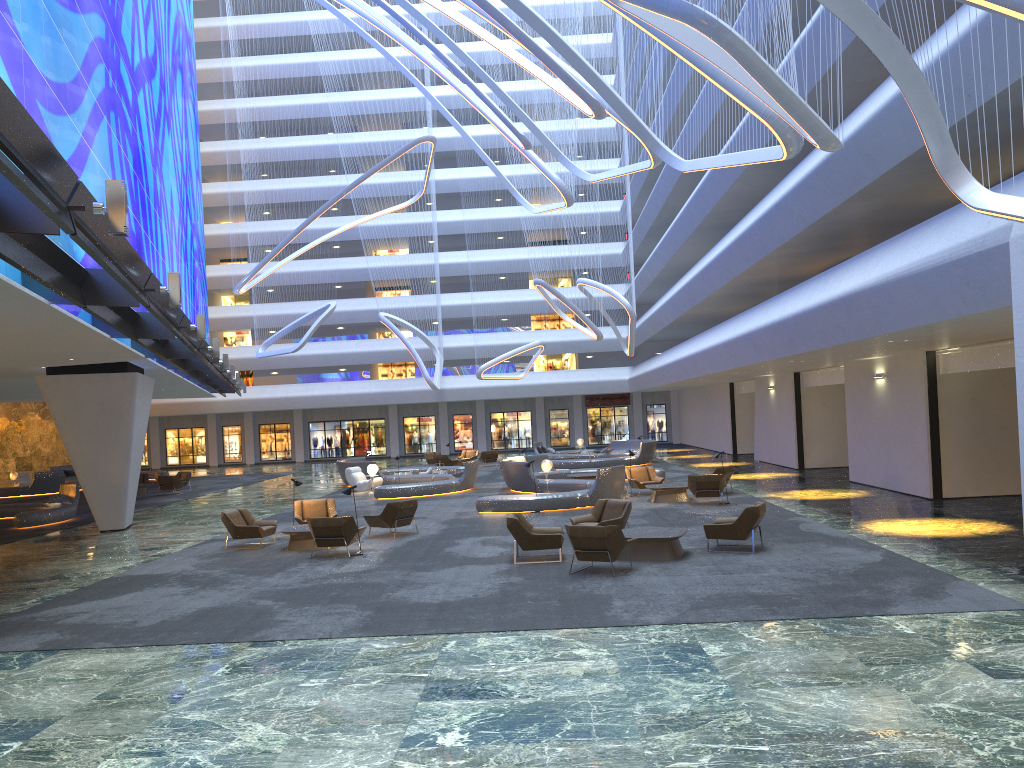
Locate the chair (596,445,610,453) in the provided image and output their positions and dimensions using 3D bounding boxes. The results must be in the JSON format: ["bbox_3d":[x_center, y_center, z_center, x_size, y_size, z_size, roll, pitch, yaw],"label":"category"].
[{"bbox_3d":[4.637,3.295,42.584,0.939,0.766,0.929,-4,-1,35],"label":"chair"}]

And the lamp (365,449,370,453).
[{"bbox_3d":[-6.053,3.379,37.225,0.201,1.300,0.384,-3,0,-44],"label":"lamp"}]

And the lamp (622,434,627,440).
[{"bbox_3d":[5.287,2.949,41.308,0.384,1.300,0.202,-3,0,2],"label":"lamp"}]

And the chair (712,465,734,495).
[{"bbox_3d":[5.522,2.626,24.200,0.939,0.766,0.929,-4,-1,35],"label":"chair"}]

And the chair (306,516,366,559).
[{"bbox_3d":[-3.267,2.803,16.433,0.929,0.766,0.939,-3,-1,8],"label":"chair"}]

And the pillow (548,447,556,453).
[{"bbox_3d":[1.890,3.358,44.908,0.875,0.280,0.684,-4,-2,39],"label":"pillow"}]

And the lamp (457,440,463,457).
[{"bbox_3d":[-2.573,3.441,44.191,0.384,1.300,0.202,-3,0,-36],"label":"lamp"}]

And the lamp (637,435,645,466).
[{"bbox_3d":[5.430,2.804,37.252,0.201,1.300,0.384,-3,0,-39],"label":"lamp"}]

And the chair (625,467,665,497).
[{"bbox_3d":[3.707,2.742,24.948,0.929,0.766,0.939,-3,-1,-15],"label":"chair"}]

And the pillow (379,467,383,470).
[{"bbox_3d":[-5.602,3.482,36.316,0.443,0.207,0.445,-2,-2,-37],"label":"pillow"}]

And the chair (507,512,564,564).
[{"bbox_3d":[0.407,2.565,14.864,0.939,0.766,0.930,-3,-1,4],"label":"chair"}]

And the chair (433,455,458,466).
[{"bbox_3d":[-3.096,3.627,40.950,0.930,0.766,0.938,-4,-2,43],"label":"chair"}]

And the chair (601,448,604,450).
[{"bbox_3d":[5.139,3.347,44.884,0.938,0.766,0.930,-2,-1,-38],"label":"chair"}]

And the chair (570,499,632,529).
[{"bbox_3d":[1.690,2.551,16.351,0.938,0.766,0.930,-2,-1,-36],"label":"chair"}]

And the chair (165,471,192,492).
[{"bbox_3d":[-13.675,3.998,36.264,0.930,0.766,0.938,-4,-2,40],"label":"chair"}]

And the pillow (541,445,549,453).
[{"bbox_3d":[1.669,3.267,44.624,0.315,0.386,0.784,-3,-2,17],"label":"pillow"}]

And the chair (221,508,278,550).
[{"bbox_3d":[-5.414,2.972,18.265,0.939,0.766,0.929,-3,-1,10],"label":"chair"}]

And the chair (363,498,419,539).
[{"bbox_3d":[-2.528,2.848,18.859,0.939,0.766,0.929,-4,-1,35],"label":"chair"}]

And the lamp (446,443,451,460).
[{"bbox_3d":[-2.873,3.337,40.700,0.202,1.300,0.384,-3,0,-36],"label":"lamp"}]

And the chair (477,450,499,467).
[{"bbox_3d":[-1.097,3.579,42.507,0.929,0.766,0.939,-2,-1,-20],"label":"chair"}]

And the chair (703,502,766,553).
[{"bbox_3d":[3.754,2.398,14.880,0.939,0.766,0.929,-3,-1,26],"label":"chair"}]

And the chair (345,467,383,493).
[{"bbox_3d":[-5.162,3.334,30.986,1.158,0.882,0.729,-3,-1,21],"label":"chair"}]

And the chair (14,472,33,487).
[{"bbox_3d":[-22.638,4.554,41.112,0.728,0.882,1.158,-2,-1,-44],"label":"chair"}]

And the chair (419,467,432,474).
[{"bbox_3d":[-3.890,3.596,34.988,1.783,0.501,0.586,-2,-2,-34],"label":"chair"}]

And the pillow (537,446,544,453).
[{"bbox_3d":[1.461,3.301,44.597,0.295,0.369,0.769,-3,-2,15],"label":"pillow"}]

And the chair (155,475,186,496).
[{"bbox_3d":[-13.245,3.911,34.347,0.929,0.766,0.939,-3,-1,0],"label":"chair"}]

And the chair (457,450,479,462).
[{"bbox_3d":[-2.150,3.688,44.165,0.930,0.766,0.938,-3,-1,21],"label":"chair"}]

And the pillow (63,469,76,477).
[{"bbox_3d":[-22.301,4.496,44.765,0.315,0.386,0.784,-3,-2,18],"label":"pillow"}]

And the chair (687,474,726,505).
[{"bbox_3d":[4.783,2.580,21.774,0.929,0.766,0.939,-3,-1,8],"label":"chair"}]

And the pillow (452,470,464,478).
[{"bbox_3d":[-1.583,2.993,29.694,0.692,0.262,0.877,-3,-2,10],"label":"pillow"}]

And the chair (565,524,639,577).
[{"bbox_3d":[1.339,2.469,13.422,0.930,0.766,0.938,-4,-1,29],"label":"chair"}]

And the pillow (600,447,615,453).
[{"bbox_3d":[4.428,3.083,41.236,0.692,0.262,0.878,-2,-2,-36],"label":"pillow"}]

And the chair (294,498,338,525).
[{"bbox_3d":[-4.342,2.964,19.606,0.929,0.766,0.939,-3,-1,-15],"label":"chair"}]

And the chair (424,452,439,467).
[{"bbox_3d":[-3.798,3.755,43.685,0.929,0.766,0.940,-2,-2,-44],"label":"chair"}]

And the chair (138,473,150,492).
[{"bbox_3d":[-15.387,4.087,36.373,0.929,0.766,0.939,-2,-1,-25],"label":"chair"}]
